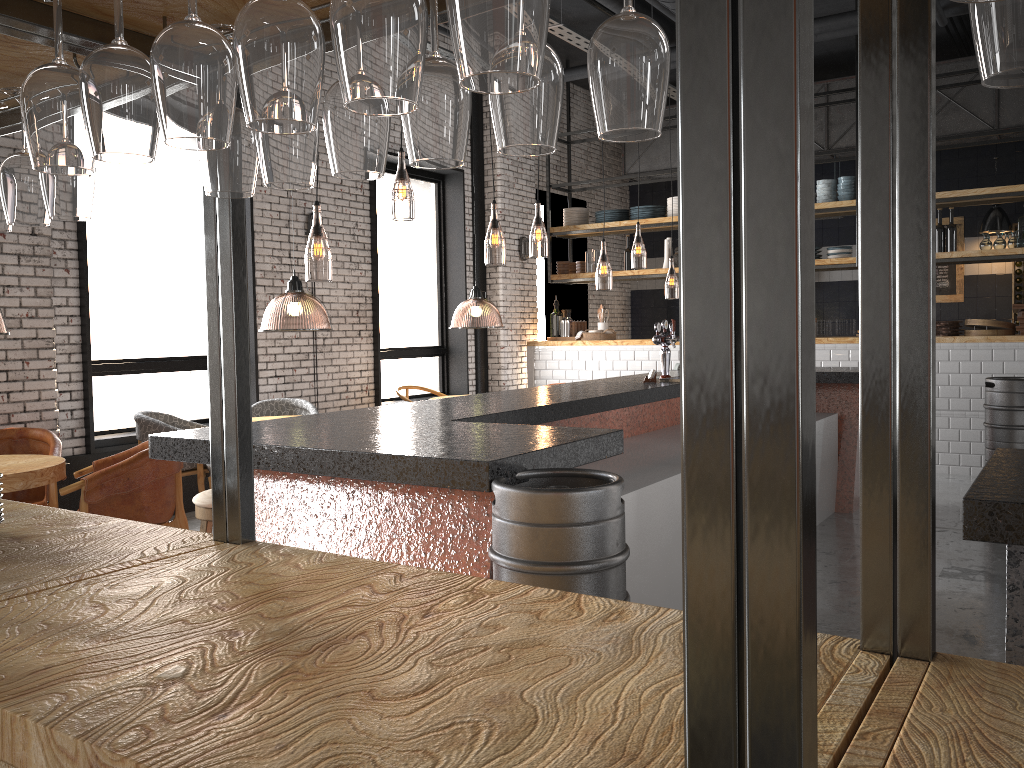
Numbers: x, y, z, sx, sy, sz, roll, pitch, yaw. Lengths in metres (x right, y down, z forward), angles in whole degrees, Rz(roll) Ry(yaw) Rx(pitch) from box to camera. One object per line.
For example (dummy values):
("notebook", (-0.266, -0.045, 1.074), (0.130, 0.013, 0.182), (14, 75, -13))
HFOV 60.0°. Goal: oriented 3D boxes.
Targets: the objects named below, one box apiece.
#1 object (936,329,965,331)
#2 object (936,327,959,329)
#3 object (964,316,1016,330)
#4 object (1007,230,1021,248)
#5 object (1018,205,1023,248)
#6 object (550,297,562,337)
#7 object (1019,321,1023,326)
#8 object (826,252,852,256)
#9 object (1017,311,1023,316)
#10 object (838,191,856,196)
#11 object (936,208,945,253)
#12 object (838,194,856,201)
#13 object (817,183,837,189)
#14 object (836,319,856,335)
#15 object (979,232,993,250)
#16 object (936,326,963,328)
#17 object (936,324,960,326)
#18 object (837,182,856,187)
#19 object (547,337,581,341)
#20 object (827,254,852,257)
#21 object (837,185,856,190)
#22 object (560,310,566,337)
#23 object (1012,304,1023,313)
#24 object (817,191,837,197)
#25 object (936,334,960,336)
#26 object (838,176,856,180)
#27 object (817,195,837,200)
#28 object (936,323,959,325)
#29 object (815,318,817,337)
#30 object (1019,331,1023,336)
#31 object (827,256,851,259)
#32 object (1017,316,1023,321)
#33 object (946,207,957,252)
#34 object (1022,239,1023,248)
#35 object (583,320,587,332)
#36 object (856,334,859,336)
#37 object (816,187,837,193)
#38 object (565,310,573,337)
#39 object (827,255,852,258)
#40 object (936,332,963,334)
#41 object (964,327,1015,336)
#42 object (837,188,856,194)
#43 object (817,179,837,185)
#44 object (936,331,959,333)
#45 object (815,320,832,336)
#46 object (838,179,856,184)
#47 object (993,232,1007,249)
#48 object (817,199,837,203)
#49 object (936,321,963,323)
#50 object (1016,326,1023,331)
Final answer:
("object", (4.254, -0.536, 8.835), (0.458, 0.019, 0.407), (-1, 3, 1))
("object", (4.224, -0.552, 8.836), (0.458, 0.019, 0.407), (-4, 5, -43))
("object", (4.611, -0.584, 8.557), (0.440, 0.154, 0.437), (-2, 3, -10))
("object", (4.893, -1.405, 8.640), (0.118, 0.180, 0.118), (-2, 3, -24))
("object", (5.077, -1.596, 8.735), (0.157, 0.553, 0.106), (1, 3, 37))
("object", (0.558, -0.833, 11.088), (0.106, 0.553, 0.157), (0, 3, 32))
("object", (4.985, -0.571, 8.300), (0.405, 0.044, 0.636), (1, 4, 29))
("object", (3.573, -1.410, 9.676), (0.265, 0.038, 0.265), (-3, 4, -35))
("object", (4.983, -0.659, 8.296), (0.405, 0.044, 0.636), (1, 4, 26))
("object", (3.636, -2.024, 9.573), (0.218, 0.092, 0.219), (0, 3, 16))
("object", (4.412, -1.571, 9.144), (0.098, 0.471, 0.098), (0, 3, 21))
("object", (3.632, -1.991, 9.576), (0.218, 0.085, 0.219), (-1, 3, 2))
("object", (3.447, -2.155, 9.713), (0.210, 0.076, 0.210), (-1, 3, 7))
("object", (3.509, -0.597, 9.332), (0.181, 0.168, 0.170), (0, 3, 13))
("object", (4.702, -1.411, 8.795), (0.118, 0.180, 0.118), (-1, 3, -3))
("object", (4.243, -0.568, 8.837), (0.458, 0.019, 0.407), (-2, 4, -15))
("object", (4.266, -0.584, 8.823), (0.407, 0.019, 0.458), (-2, 4, -15))
("object", (3.629, -2.121, 9.575), (0.219, 0.092, 0.218), (-2, 3, -16))
("object", (0.721, -0.569, 11.136), (0.411, 0.050, 0.412), (1, 4, 32))
("object", (3.572, -1.392, 9.676), (0.263, 0.037, 0.263), (-1, 3, 6))
("object", (3.629, -2.089, 9.576), (0.219, 0.092, 0.218), (-2, 4, -21))
("object", (0.654, -0.739, 11.047), (0.070, 0.367, 0.107), (0, 3, 32))
("object", (4.904, -0.701, 8.270), (0.406, 0.094, 0.637), (1, 4, 30))
("object", (3.454, -2.069, 9.721), (0.210, 0.074, 0.210), (-1, 3, 7))
("object", (4.265, -0.488, 8.830), (0.407, 0.019, 0.458), (-2, 4, -22))
("object", (3.632, -2.184, 9.570), (0.218, 0.091, 0.219), (-4, 4, -40))
("object", (3.451, -2.026, 9.721), (0.210, 0.069, 0.210), (-1, 3, -1))
("object", (4.262, -0.600, 8.827), (0.407, 0.019, 0.458), (-3, 4, -24))
("object", (2.727, -0.449, 9.916), (1.250, 0.551, 0.315), (1, 3, 33))
("object", (4.986, -0.482, 8.304), (0.405, 0.044, 0.636), (1, 4, 28))
("object", (3.574, -1.369, 9.677), (0.263, 0.026, 0.263), (-2, 4, -22))
("object", (4.984, -0.615, 8.298), (0.405, 0.044, 0.636), (1, 4, 33))
("object", (4.503, -1.569, 9.085), (0.098, 0.471, 0.098), (1, 3, 40))
("object", (5.002, -1.404, 8.586), (0.118, 0.180, 0.118), (-1, 3, 9))
("object", (0.916, -0.678, 11.182), (0.056, 0.249, 0.056), (-1, 2, -5))
("object", (3.760, -0.512, 9.118), (0.276, 0.019, 0.514), (2, 4, 38))
("object", (3.446, -2.113, 9.718), (0.210, 0.078, 0.210), (-3, 4, -35))
("object", (0.709, -0.738, 11.013), (0.070, 0.367, 0.107), (0, 3, 32))
("object", (3.573, -1.381, 9.675), (0.263, 0.038, 0.263), (-4, 5, -42))
("object", (4.274, -0.503, 8.814), (0.407, 0.019, 0.458), (-1, 3, 5))
("object", (4.608, -0.517, 8.558), (0.437, 0.097, 0.437), (-3, 4, -32))
("object", (3.627, -2.056, 9.574), (0.218, 0.092, 0.219), (0, 4, 23))
("object", (3.449, -2.199, 9.710), (0.210, 0.074, 0.210), (1, 4, 37))
("object", (4.260, -0.520, 8.832), (0.407, 0.019, 0.458), (-3, 4, -29))
("object", (3.268, -0.595, 9.378), (0.181, 0.168, 0.170), (2, 4, 43))
("object", (3.636, -2.153, 9.567), (0.218, 0.096, 0.219), (0, 3, 17))
("object", (4.795, -1.408, 8.714), (0.118, 0.180, 0.118), (-1, 3, -8))
("object", (3.453, -1.982, 9.722), (0.210, 0.065, 0.210), (-4, 4, -39))
("object", (4.245, -0.616, 8.834), (0.458, 0.019, 0.407), (-2, 4, -11))
("object", (4.986, -0.527, 8.302), (0.405, 0.044, 0.636), (1, 4, 35))
